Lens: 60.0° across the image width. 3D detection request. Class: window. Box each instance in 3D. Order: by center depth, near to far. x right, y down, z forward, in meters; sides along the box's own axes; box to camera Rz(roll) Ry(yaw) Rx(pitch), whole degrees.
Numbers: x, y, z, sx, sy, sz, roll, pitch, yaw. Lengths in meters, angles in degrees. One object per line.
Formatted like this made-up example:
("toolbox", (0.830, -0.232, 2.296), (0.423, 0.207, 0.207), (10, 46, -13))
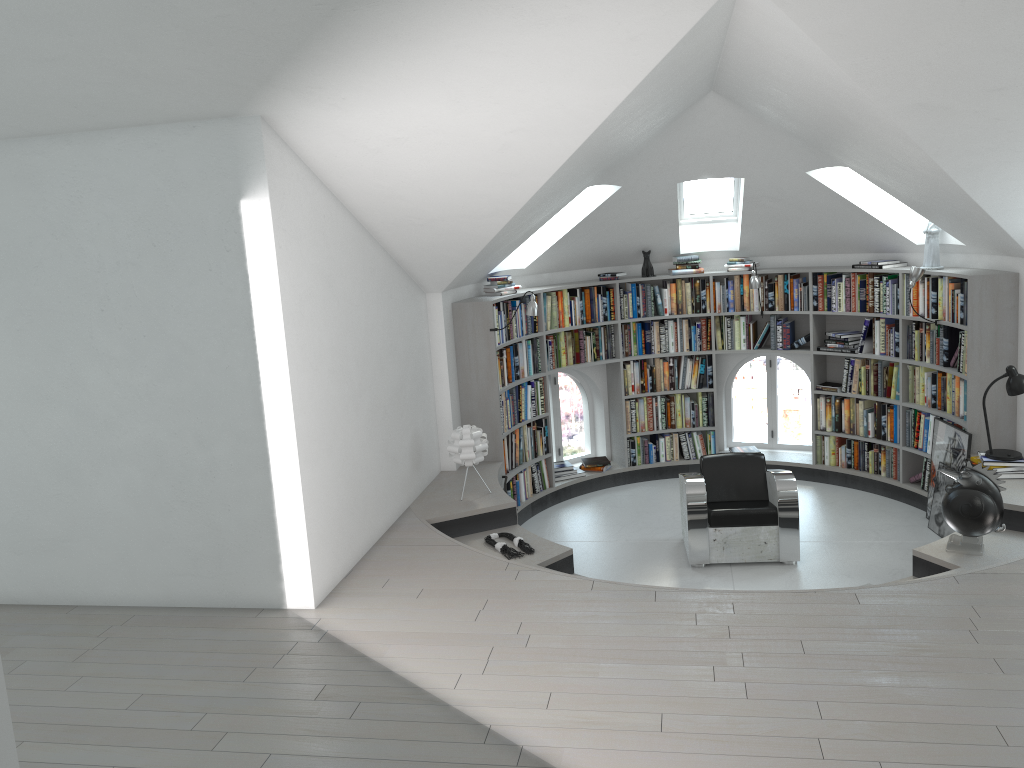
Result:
("window", (1.754, -1.763, 7.845), (4.054, 0.710, 1.942), (-2, 10, 11))
("window", (1.560, 0.244, 9.104), (3.231, 1.146, 0.620), (-5, 9, -3))

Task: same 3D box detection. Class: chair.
("chair", (1.764, 0.966, 6.982), (0.823, 0.716, 0.745), (-3, 10, 6))

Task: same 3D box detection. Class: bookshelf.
("bookshelf", (1.878, -0.024, 8.113), (4.331, 1.872, 2.119), (-2, 10, 11))

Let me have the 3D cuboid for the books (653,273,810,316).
("books", (2.157, -0.894, 8.724), (1.565, 0.365, 0.395), (-1, 10, 17))

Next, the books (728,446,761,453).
("books", (2.366, 0.683, 9.019), (0.268, 0.029, 0.254), (-4, 10, 2))

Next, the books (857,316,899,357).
("books", (3.375, -0.437, 7.904), (0.256, 0.349, 0.554), (-10, 12, -32))

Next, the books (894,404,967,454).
("books", (3.606, 0.424, 7.360), (0.304, 0.357, 1.189), (-5, 10, -7))

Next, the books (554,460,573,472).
("books", (0.478, 0.816, 8.799), (0.213, 0.036, 0.227), (-6, 11, -12))

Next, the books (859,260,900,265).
("books", (3.289, -1.089, 7.933), (0.233, 0.027, 0.248), (-7, 11, -16))

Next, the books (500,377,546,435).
("books", (-0.013, 0.186, 7.933), (0.260, 0.357, 1.024), (1, 11, 28))

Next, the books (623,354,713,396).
("books", (1.552, -0.113, 8.953), (0.998, 0.350, 0.299), (-5, 10, -5))

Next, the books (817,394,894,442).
("books", (3.248, 0.286, 8.236), (0.273, 0.349, 0.874), (-11, 12, -37))

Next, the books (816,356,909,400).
("books", (3.264, -0.079, 8.104), (0.252, 0.350, 0.976), (-11, 12, -36))

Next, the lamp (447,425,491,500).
("lamp", (-0.319, 0.572, 6.606), (0.305, 0.522, 0.307), (-4, 9, 0))

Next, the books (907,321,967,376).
("books", (3.567, -0.318, 7.182), (0.279, 0.356, 1.057), (-5, 10, -3))

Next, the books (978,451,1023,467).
("books", (3.479, 0.532, 6.300), (0.269, 0.031, 0.287), (0, 11, 21))

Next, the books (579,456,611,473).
("books", (0.841, 0.810, 8.908), (0.318, 0.099, 0.293), (-2, 11, 13))

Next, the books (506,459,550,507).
("books", (0.036, 0.905, 8.116), (0.283, 0.318, 0.922), (1, 12, 29))

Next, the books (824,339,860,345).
("books", (3.133, -0.405, 8.311), (0.270, 0.031, 0.286), (-10, 12, -28))

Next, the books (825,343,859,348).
("books", (3.135, -0.375, 8.316), (0.270, 0.031, 0.286), (-14, 14, -43))

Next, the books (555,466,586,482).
("books", (0.483, 0.880, 8.808), (0.366, 0.042, 0.389), (-8, 11, -22))

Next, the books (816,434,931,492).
("books", (3.393, 0.683, 8.034), (0.360, 0.310, 1.501), (-9, 11, -26))

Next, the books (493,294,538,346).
("books", (-0.089, -0.567, 7.837), (0.300, 0.359, 1.037), (1, 11, 27))

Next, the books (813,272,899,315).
("books", (3.180, -0.843, 8.048), (0.306, 0.366, 0.971), (-11, 12, -35))

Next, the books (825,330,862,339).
("books", (3.128, -0.467, 8.302), (0.269, 0.031, 0.287), (-6, 11, -9))

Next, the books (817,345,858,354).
("books", (3.137, -0.343, 8.321), (0.366, 0.042, 0.389), (-12, 13, -38))

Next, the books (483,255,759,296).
("books", (1.012, -1.072, 8.485), (2.817, 0.173, 0.750), (-7, 11, -18))

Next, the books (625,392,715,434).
("books", (1.592, 0.265, 9.014), (1.032, 0.356, 0.294), (-5, 9, -4))

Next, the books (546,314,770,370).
("books", (1.336, -0.437, 8.740), (2.529, 0.369, 0.593), (-6, 10, -8))

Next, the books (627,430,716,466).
("books", (1.601, 0.624, 9.065), (1.019, 0.305, 0.289), (-5, 10, -4))

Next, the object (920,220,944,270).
("object", (3.458, -1.177, 7.301), (0.179, 0.470, 0.180), (-1, 10, 20))

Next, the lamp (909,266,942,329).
("lamp", (3.323, -0.691, 7.093), (0.275, 0.523, 0.113), (-4, 9, 2))

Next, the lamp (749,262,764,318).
("lamp", (2.318, -0.885, 8.418), (0.113, 0.564, 0.359), (-1, 10, 18))

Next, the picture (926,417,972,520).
("picture", (3.475, 0.749, 7.066), (0.090, 0.859, 0.581), (-4, 9, 1))

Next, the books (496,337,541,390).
("books", (-0.066, -0.190, 7.918), (0.303, 0.346, 1.093), (1, 11, 26))

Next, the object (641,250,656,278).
("object", (1.350, -1.192, 8.770), (0.147, 0.264, 0.203), (-3, 9, 8))

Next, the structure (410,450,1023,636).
("structure", (1.677, 0.994, 6.894), (4.720, 0.690, 4.720), (-11, 12, -33))

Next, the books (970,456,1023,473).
("books", (3.481, 0.564, 6.305), (0.286, 0.034, 0.306), (-4, 10, 1))

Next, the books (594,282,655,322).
("books", (1.088, -0.823, 8.811), (0.683, 0.344, 0.266), (-6, 10, -12))

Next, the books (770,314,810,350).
("books", (2.723, -0.508, 8.569), (0.399, 0.339, 0.225), (2, 11, 31))

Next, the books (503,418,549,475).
("books", (-0.083, 0.780, 7.782), (0.390, 0.692, 1.648), (-1, 11, 21))

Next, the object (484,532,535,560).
("object", (-0.022, 1.088, 5.999), (0.218, 0.082, 0.474), (-9, 11, -25))

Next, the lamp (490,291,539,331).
("lamp", (0.017, -0.608, 7.341), (0.414, 0.310, 0.117), (-3, 9, 8))

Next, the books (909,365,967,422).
("books", (3.601, 0.060, 7.235), (0.275, 0.346, 1.025), (-5, 10, -3))

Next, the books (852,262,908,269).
("books", (3.290, -1.061, 7.937), (0.317, 0.036, 0.337), (-9, 12, -26))

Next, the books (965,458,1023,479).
("books", (3.484, 0.600, 6.310), (0.365, 0.042, 0.390), (-2, 11, 11))

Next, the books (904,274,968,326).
("books", (3.540, -0.697, 7.135), (0.293, 0.360, 1.018), (-5, 10, -6))

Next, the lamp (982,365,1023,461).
("lamp", (3.488, 0.195, 6.234), (0.322, 0.657, 0.234), (0, 10, 26))

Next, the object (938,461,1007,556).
("object", (2.779, 0.738, 5.363), (0.320, 0.560, 0.322), (-7, 10, -15))

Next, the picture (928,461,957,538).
("picture", (3.410, 0.941, 6.926), (0.107, 0.553, 0.491), (-4, 10, 2))

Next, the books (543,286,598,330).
("books", (0.479, -0.736, 8.514), (0.795, 0.371, 0.269), (-11, 12, -35))

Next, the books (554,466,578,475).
("books", (0.480, 0.847, 8.803), (0.269, 0.031, 0.287), (-6, 11, -12))

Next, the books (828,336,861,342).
("books", (3.130, -0.436, 8.307), (0.214, 0.036, 0.227), (-10, 12, -28))

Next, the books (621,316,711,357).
("books", (1.522, -0.493, 8.937), (1.028, 0.357, 0.302), (-5, 9, -3))
